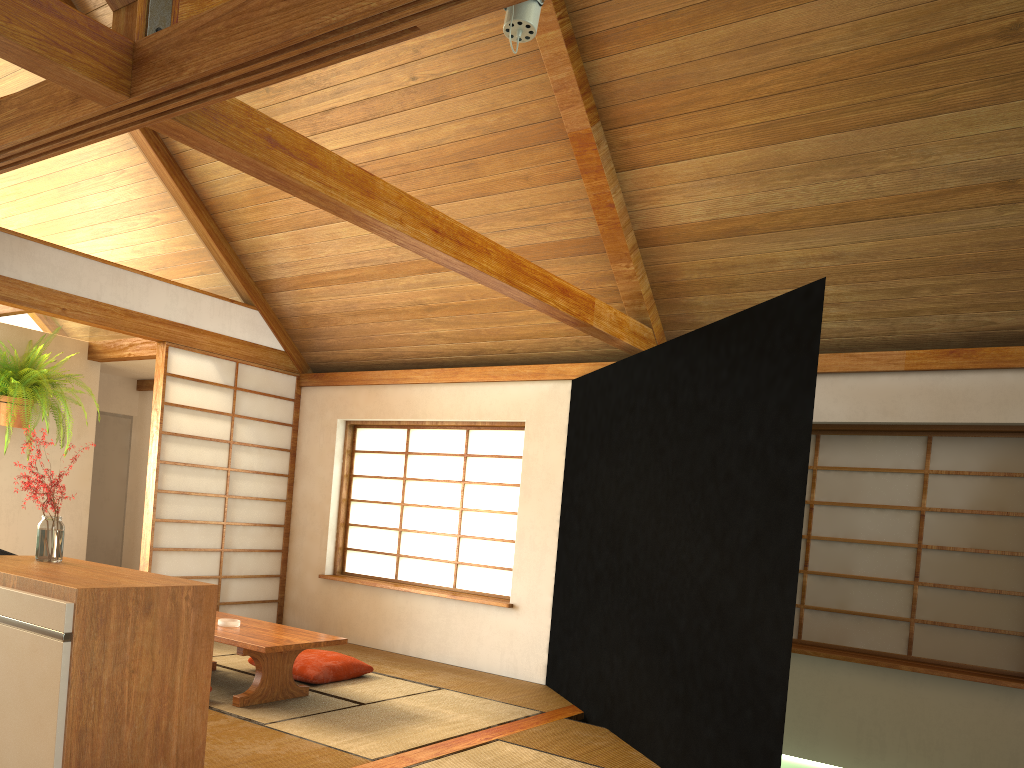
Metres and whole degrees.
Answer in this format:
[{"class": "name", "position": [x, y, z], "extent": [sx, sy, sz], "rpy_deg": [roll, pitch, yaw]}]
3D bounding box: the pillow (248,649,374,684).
[{"class": "pillow", "position": [-1.222, 1.692, 5.300], "extent": [0.597, 0.131, 0.527], "rpy_deg": [-1, -10, 33]}]

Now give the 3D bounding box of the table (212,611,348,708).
[{"class": "table", "position": [-1.552, 1.474, 4.750], "extent": [1.280, 0.335, 0.569], "rpy_deg": [-1, -8, 35]}]

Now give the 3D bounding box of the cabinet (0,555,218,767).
[{"class": "cabinet", "position": [-2.306, 1.025, 3.537], "extent": [2.820, 0.737, 0.525], "rpy_deg": [-1, -5, 35]}]

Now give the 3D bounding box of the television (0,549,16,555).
[{"class": "television", "position": [-2.275, 0.855, 3.558], "extent": [0.681, 0.538, 0.463], "rpy_deg": [1, -4, 35]}]

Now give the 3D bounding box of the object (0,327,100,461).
[{"class": "object", "position": [-3.601, 0.082, 6.493], "extent": [1.114, 1.125, 1.215], "rpy_deg": [3, -5, 27]}]

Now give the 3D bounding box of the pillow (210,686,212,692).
[{"class": "pillow", "position": [-1.863, 1.482, 4.324], "extent": [0.594, 0.148, 0.530], "rpy_deg": [0, -9, 28]}]

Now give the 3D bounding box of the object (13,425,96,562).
[{"class": "object", "position": [-1.705, 0.405, 3.211], "extent": [0.240, 0.499, 0.222], "rpy_deg": [4, -1, 41]}]

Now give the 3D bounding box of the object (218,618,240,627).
[{"class": "object", "position": [-1.526, 1.288, 4.721], "extent": [0.122, 0.030, 0.118], "rpy_deg": [4, -8, 8]}]
